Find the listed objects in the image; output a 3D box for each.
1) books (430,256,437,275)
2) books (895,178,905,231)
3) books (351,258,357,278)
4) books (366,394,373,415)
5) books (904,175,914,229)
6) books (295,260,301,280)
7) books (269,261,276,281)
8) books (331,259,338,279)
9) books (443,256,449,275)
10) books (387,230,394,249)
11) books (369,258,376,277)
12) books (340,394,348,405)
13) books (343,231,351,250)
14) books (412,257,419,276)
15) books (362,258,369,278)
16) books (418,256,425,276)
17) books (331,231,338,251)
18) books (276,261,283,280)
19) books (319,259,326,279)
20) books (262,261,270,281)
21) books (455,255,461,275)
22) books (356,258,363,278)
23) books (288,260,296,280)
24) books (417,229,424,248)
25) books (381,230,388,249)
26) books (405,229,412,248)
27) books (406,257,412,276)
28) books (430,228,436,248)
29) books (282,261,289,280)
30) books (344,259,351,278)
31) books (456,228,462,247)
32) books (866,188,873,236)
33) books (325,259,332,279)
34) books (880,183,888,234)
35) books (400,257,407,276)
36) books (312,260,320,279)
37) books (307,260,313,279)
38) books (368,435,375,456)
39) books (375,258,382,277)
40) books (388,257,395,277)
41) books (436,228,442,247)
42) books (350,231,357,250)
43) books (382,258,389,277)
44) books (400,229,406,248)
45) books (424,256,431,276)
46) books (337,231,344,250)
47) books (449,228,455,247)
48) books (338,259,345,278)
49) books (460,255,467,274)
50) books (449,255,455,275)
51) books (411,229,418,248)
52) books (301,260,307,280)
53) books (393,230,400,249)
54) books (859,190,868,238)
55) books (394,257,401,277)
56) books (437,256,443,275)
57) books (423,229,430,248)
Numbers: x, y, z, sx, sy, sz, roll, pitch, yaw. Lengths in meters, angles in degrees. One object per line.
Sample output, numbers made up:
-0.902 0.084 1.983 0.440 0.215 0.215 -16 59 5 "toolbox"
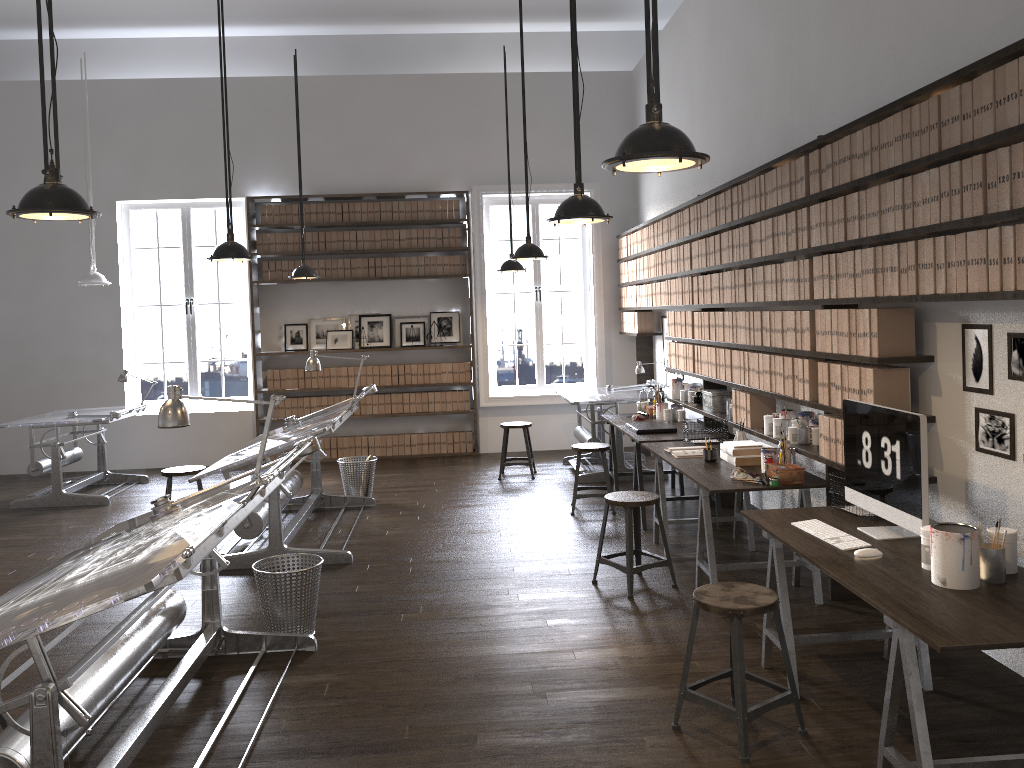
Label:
-0.897 -1.351 10.168 0.067 0.225 0.175 -2 3 -4 "books"
1.722 -0.757 3.750 0.174 0.225 0.067 -2 2 -4 "books"
-1.795 -1.314 10.103 0.067 0.225 0.175 -2 3 -4 "books"
-1.632 0.228 10.154 0.067 0.225 0.175 -2 3 -4 "books"
1.731 -0.752 3.680 0.174 0.225 0.067 -2 2 -4 "books"
-2.418 -1.290 10.069 0.067 0.225 0.175 -2 3 -4 "books"
-2.704 -1.278 10.046 0.067 0.225 0.175 -2 3 -4 "books"
-2.009 -1.306 10.097 0.067 0.225 0.175 -2 3 -4 "books"
-0.755 -1.356 10.170 0.067 0.225 0.175 -2 3 -4 "books"
-1.387 -1.643 10.127 0.067 0.225 0.175 -2 3 -4 "books"
-1.592 -1.323 10.117 0.067 0.225 0.175 -2 3 -4 "books"
-1.917 0.239 10.137 0.067 0.225 0.175 -2 3 -4 "books"
-1.873 -1.623 10.090 0.067 0.225 0.175 -2 3 -4 "books"
-1.109 -1.342 10.151 0.067 0.225 0.175 -2 3 -4 "books"
-1.667 -1.320 10.118 0.067 0.225 0.175 -2 3 -4 "books"
-1.037 -1.345 10.154 0.067 0.225 0.175 -2 3 -4 "books"
-2.009 -1.618 10.086 0.067 0.225 0.175 -2 3 -4 "books"
-2.630 -1.281 10.056 0.067 0.225 0.175 -2 3 -4 "books"
-2.148 -1.300 10.082 0.067 0.225 0.175 -2 3 -4 "books"
-2.778 -1.275 10.046 0.067 0.225 0.175 -2 3 -4 "books"
-0.626 -1.362 10.183 0.067 0.225 0.175 -2 3 -4 "books"
-1.732 -1.317 10.112 0.067 0.225 0.175 -2 3 -4 "books"
-2.488 -1.287 10.065 0.067 0.225 0.175 -2 3 -4 "books"
-1.048 -1.656 10.150 0.067 0.225 0.175 -2 3 -4 "books"
-1.456 -1.640 10.124 0.067 0.225 0.175 -2 3 -4 "books"
-1.181 -1.651 10.140 0.067 0.225 0.175 -2 3 -4 "books"
-1.172 -1.340 10.148 0.067 0.225 0.175 -2 3 -4 "books"
-0.906 -1.662 10.155 0.067 0.225 0.175 -2 3 -4 "books"
-2.559 -1.284 10.056 0.067 0.225 0.175 -2 3 -4 "books"
-1.867 -1.311 10.098 0.067 0.225 0.175 -2 3 -4 "books"
-0.611 -1.674 10.176 0.067 0.225 0.175 -2 3 -4 "books"
1.709 -0.778 4.019 0.174 0.225 0.067 -2 2 -4 "books"
-2.079 -1.303 10.090 0.067 0.225 0.175 -2 3 -4 "books"
1.717 -0.768 3.885 0.174 0.225 0.067 -2 2 -4 "books"
-1.238 -1.337 10.139 0.067 0.225 0.175 -2 3 -4 "books"
-2.221 -1.297 10.079 0.067 0.225 0.175 -2 3 -4 "books"
-2.284 -1.295 10.076 0.067 0.225 0.175 -2 3 -4 "books"
-1.607 0.708 10.169 0.067 0.225 0.175 -2 3 -4 "books"
-1.518 -1.326 10.128 0.067 0.225 0.175 -2 3 -4 "books"
-1.376 -1.332 10.136 0.067 0.225 0.175 -2 3 -4 "books"
-0.835 -1.665 10.164 0.067 0.225 0.175 -2 3 -4 "books"
-1.801 -1.626 10.098 0.067 0.225 0.175 -2 3 -4 "books"
-1.447 -1.328 10.128 0.067 0.225 0.175 -2 3 -4 "books"
-1.244 -1.648 10.134 0.067 0.225 0.175 -2 3 -4 "books"
-0.967 -1.348 10.162 0.067 0.225 0.175 -2 3 -4 "books"
-1.946 -1.620 10.085 0.067 0.225 0.175 -2 3 -4 "books"
-0.687 -1.671 10.173 0.067 0.225 0.175 -2 3 -4 "books"
-1.939 -1.309 10.097 0.067 0.225 0.175 -2 3 -4 "books"
-0.556 -1.365 10.189 0.067 0.225 0.175 -2 3 -4 "books"
-0.689 -1.359 10.175 0.067 0.225 0.175 -2 3 -4 "books"
-1.114 -1.653 10.139 0.067 0.225 0.175 -2 3 -4 "books"
-2.350 -1.292 10.068 0.067 0.225 0.175 -2 3 -4 "books"
-1.316 -1.645 10.127 0.067 0.225 0.175 -2 3 -4 "books"
1.705 -0.784 4.090 0.174 0.225 0.067 -2 2 -4 "books"
-1.306 -1.334 10.141 0.067 0.225 0.175 -2 3 -4 "books"
-0.827 -1.354 10.169 0.067 0.225 0.175 -2 3 -4 "books"
-0.977 -1.659 10.154 0.067 0.225 0.175 -2 3 -4 "books"
